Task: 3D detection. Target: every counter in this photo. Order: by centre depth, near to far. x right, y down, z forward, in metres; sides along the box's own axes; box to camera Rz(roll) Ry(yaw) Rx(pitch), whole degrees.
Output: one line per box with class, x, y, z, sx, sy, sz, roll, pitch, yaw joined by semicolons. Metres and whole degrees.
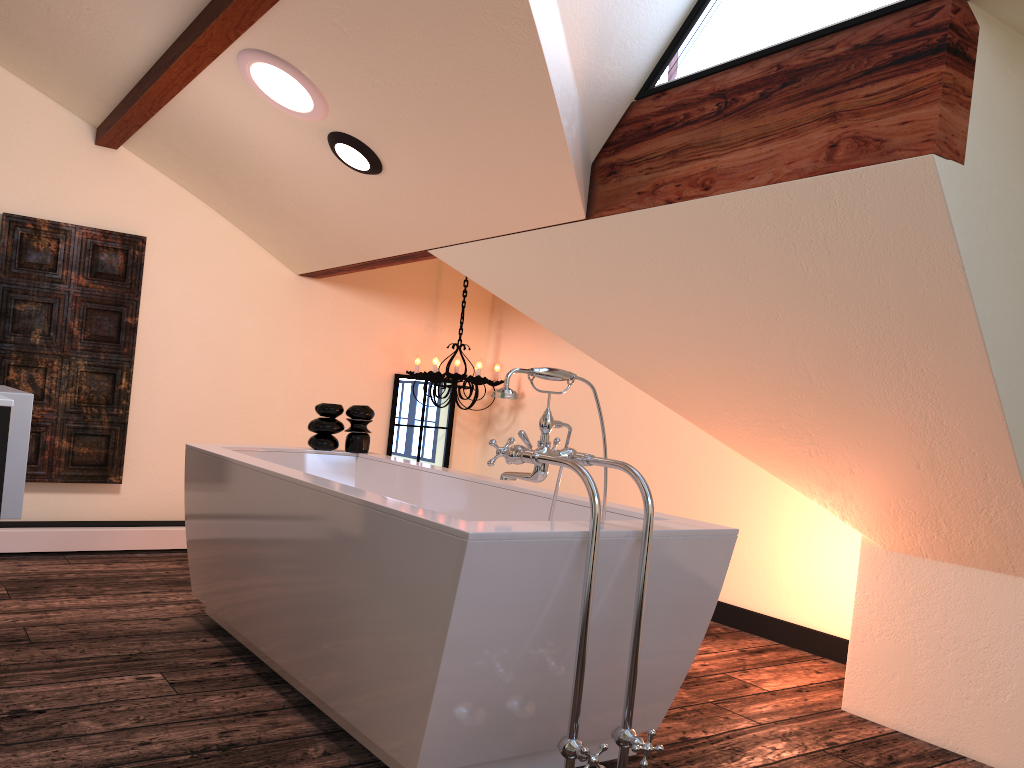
counter;-1.499;0.134;2.171;0.443;0.296;1.852;6;-2;-35

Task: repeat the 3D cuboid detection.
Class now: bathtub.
bathtub;-0.423;0.673;2.890;0.800;0.694;2.212;6;-1;-35

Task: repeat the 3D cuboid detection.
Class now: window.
window;0.615;-1.369;0.784;2.111;0.676;3.512;6;-2;-35
window;-0.575;0.299;5.605;0.450;0.702;0.046;5;1;-35

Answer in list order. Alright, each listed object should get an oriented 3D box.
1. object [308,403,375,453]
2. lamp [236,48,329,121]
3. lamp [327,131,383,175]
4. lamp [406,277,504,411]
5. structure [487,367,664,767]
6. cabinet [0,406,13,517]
object;-0.733;0.206;3.791;0.276;0.229;0.156;6;0;-5
lamp;-0.813;-1.173;3.145;0.329;0.172;0.369;6;-1;-39
lamp;-0.597;-0.971;3.370;0.214;0.130;0.246;6;-1;-39
lamp;-0.308;-0.394;5.314;0.541;1.125;0.615;5;0;-24
structure;0.118;0.517;2.092;0.384;1.120;0.553;5;0;-20
cabinet;-1.554;0.456;2.159;0.386;0.923;1.852;5;-1;-35
